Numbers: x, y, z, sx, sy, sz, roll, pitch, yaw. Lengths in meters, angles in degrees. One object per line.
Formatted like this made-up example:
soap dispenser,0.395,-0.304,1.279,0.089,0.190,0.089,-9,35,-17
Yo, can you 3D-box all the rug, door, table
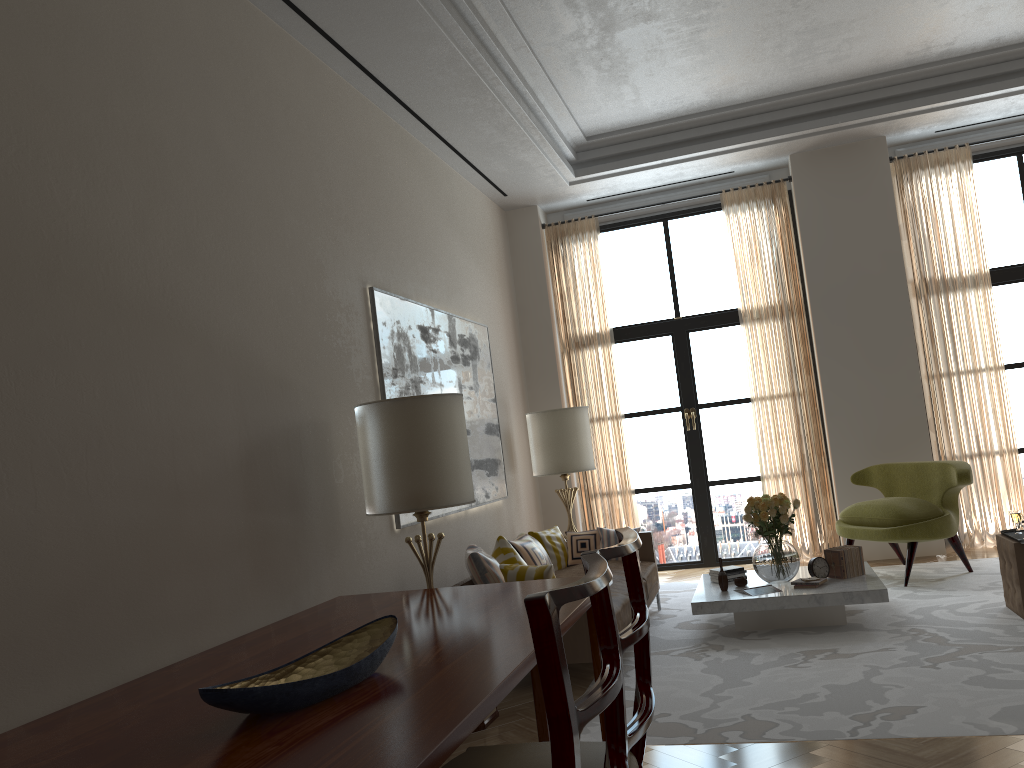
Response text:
rug,3.627,1.918,7.385,5.523,0.065,5.735,-8,-5,15
door,6.451,-0.529,10.642,3.089,4.760,0.240,-8,-3,16
door,2.350,0.061,11.793,3.261,4.760,0.240,-8,-3,16
table,2.517,1.974,8.122,1.585,0.342,1.501,-8,-5,15
table,-0.720,1.682,3.674,1.802,1.025,3.803,-8,-5,15

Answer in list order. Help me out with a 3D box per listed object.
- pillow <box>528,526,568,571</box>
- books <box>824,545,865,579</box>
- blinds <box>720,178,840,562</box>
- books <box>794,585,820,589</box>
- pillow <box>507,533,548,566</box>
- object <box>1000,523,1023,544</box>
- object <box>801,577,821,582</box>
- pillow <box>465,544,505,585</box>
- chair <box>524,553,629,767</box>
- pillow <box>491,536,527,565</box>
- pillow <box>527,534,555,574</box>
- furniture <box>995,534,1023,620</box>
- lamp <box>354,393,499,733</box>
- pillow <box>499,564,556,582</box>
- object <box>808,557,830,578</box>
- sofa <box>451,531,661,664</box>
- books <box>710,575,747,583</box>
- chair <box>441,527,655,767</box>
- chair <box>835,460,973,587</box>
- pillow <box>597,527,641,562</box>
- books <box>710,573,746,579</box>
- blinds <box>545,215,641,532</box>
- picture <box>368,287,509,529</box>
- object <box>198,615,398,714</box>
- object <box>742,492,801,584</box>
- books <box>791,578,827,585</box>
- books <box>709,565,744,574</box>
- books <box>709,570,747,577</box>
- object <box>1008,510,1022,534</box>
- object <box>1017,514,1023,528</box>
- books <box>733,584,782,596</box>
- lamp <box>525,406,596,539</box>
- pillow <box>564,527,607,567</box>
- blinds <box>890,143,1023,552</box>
pillow,0.428,1.745,9.300,0.297,0.475,0.515,-9,-4,37
books,2.993,1.601,7.986,0.281,0.264,0.211,-5,-4,-24
blinds,3.402,-0.121,11.264,0.875,4.867,0.418,-8,-3,18
books,2.590,1.751,7.744,0.197,0.024,0.256,-10,-5,33
pillow,0.133,1.655,8.085,0.404,0.546,0.617,-8,-4,19
object,4.311,1.194,7.213,0.491,0.091,0.803,-8,-5,15
object,2.608,1.703,7.747,0.139,0.019,0.137,-7,-4,0
pillow,-0.183,1.598,7.171,0.355,0.575,0.625,-7,-4,-6
chair,-0.105,1.240,2.180,0.879,1.503,0.656,-8,-3,15
pillow,-0.002,1.588,7.533,0.355,0.616,0.769,-5,-4,-31
pillow,0.187,1.743,8.464,0.371,0.565,0.660,-8,-4,11
furniture,4.359,1.537,7.198,0.614,0.615,0.614,-8,-4,15
lamp,-0.591,1.233,6.187,0.767,2.251,0.769,-6,-3,-18
pillow,0.162,1.598,6.918,0.483,0.432,0.318,-9,-4,25
object,2.752,1.654,7.945,0.204,0.209,0.082,-5,-3,-23
sofa,0.509,1.984,8.109,1.353,0.818,2.981,-8,-5,15
books,2.071,1.860,8.480,0.280,0.035,0.208,-6,-5,-17
chair,0.060,1.269,2.806,0.879,1.503,0.656,-8,-3,15
chair,4.118,1.486,9.530,1.028,1.211,1.795,-6,-4,-17
pillow,1.113,1.679,9.161,0.498,0.427,0.327,-7,-3,3
books,2.061,1.830,8.472,0.262,0.024,0.208,-5,-5,-21
blinds,1.118,0.214,11.906,0.781,4.879,0.419,-8,-3,18
picture,-0.611,0.253,8.716,0.045,1.995,3.063,-8,-4,16
object,-0.732,1.048,3.264,0.331,0.164,1.083,-9,-5,26
object,2.413,1.411,8.100,0.540,0.820,0.627,-8,-4,11
books,2.597,1.726,7.743,0.256,0.026,0.202,-11,-6,40
books,2.052,1.779,8.480,0.259,0.030,0.207,-6,-5,-17
books,2.063,1.806,8.485,0.280,0.024,0.230,-5,-5,-19
object,4.246,1.162,7.458,0.098,0.191,0.098,-7,-3,-2
object,4.129,1.151,7.130,0.098,0.191,0.098,-10,-4,41
books,2.155,1.801,7.788,0.281,0.038,0.385,-6,-5,-12
lamp,0.677,1.434,10.674,0.767,2.251,0.769,-6,-3,-21
pillow,0.774,1.734,9.294,0.465,0.411,0.304,-8,-4,14
blinds,5.406,-0.409,10.704,0.961,4.867,0.419,-8,-3,18
